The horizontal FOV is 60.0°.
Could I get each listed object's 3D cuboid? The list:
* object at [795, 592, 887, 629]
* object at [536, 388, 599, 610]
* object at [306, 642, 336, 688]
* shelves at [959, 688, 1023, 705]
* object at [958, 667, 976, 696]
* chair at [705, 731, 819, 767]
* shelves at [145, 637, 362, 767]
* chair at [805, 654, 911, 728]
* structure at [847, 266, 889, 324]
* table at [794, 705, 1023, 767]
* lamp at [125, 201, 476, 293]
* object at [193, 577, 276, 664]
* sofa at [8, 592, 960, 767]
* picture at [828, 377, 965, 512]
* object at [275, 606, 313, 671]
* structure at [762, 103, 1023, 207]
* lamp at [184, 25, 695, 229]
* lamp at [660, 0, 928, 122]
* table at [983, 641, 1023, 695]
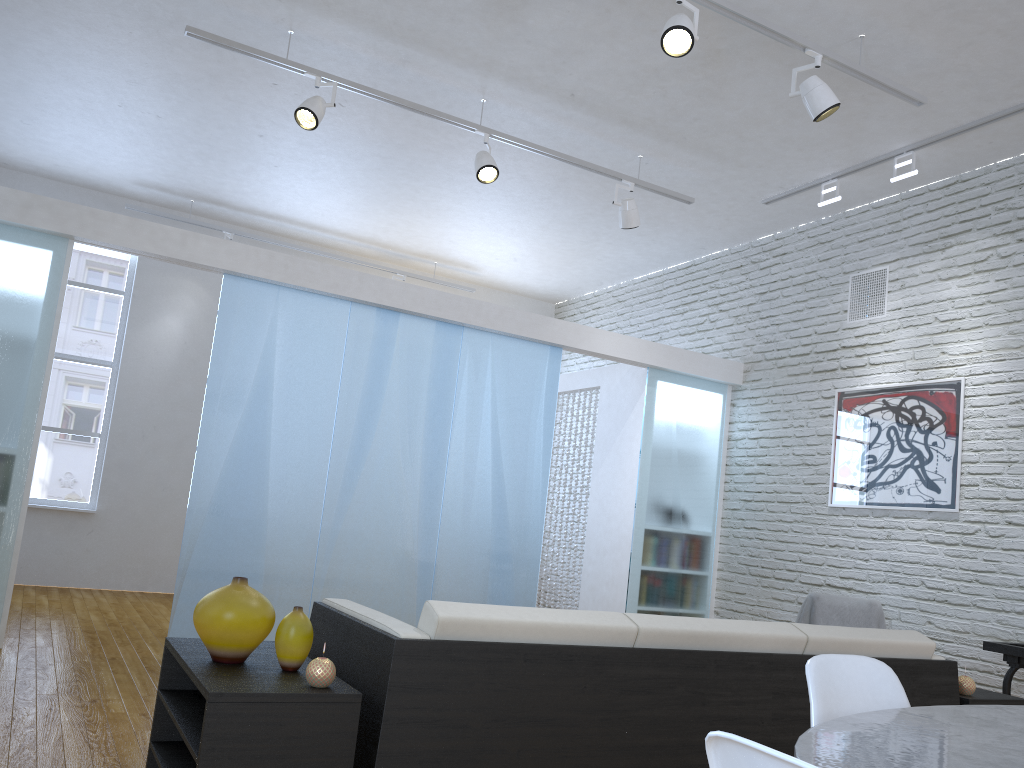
[{"bbox_3d":[1.811,1.506,4.801,0.645,0.684,0.638,5,-8,11],"label":"object"},{"bbox_3d":[0.386,1.048,7.225,0.051,2.007,0.924,10,-8,-27],"label":"object"},{"bbox_3d":[-0.454,0.669,2.117,0.071,0.103,0.071,6,-8,0],"label":"object"},{"bbox_3d":[1.562,1.389,3.485,0.350,0.449,0.731,10,-9,-27],"label":"shelves"},{"bbox_3d":[1.649,1.076,3.225,0.071,0.103,0.071,6,-8,0],"label":"object"},{"bbox_3d":[0.414,0.556,0.914,0.420,0.350,0.406,10,-9,-25],"label":"chair"},{"bbox_3d":[-0.700,0.951,2.293,0.350,0.449,0.731,10,-9,-27],"label":"shelves"},{"bbox_3d":[0.742,0.696,1.572,0.406,0.350,0.420,11,-9,-28],"label":"chair"},{"bbox_3d":[2.305,-0.572,5.740,0.010,0.333,0.308,10,-9,-27],"label":"structure"},{"bbox_3d":[1.204,0.922,1.322,1.914,0.620,1.072,11,-10,-28],"label":"table"},{"bbox_3d":[-1.739,-1.087,7.797,3.126,0.484,0.198,11,-9,-29],"label":"lamp"},{"bbox_3d":[-0.725,0.614,2.315,0.207,0.214,0.208,4,-8,14],"label":"object"},{"bbox_3d":[0.111,1.129,3.512,5.349,0.676,9.743,11,-10,-27],"label":"sofa"},{"bbox_3d":[2.309,0.377,5.385,0.010,0.766,0.922,10,-9,-27],"label":"picture"},{"bbox_3d":[-0.561,0.655,2.281,0.095,0.160,0.096,4,-8,14],"label":"object"},{"bbox_3d":[2.624,-1.325,4.274,0.053,0.182,3.913,10,-10,-27],"label":"structure"},{"bbox_3d":[-0.209,-1.367,4.956,3.125,0.484,0.205,11,-9,-30],"label":"lamp"},{"bbox_3d":[0.563,-1.520,3.452,3.125,0.484,0.223,11,-9,-27],"label":"lamp"},{"bbox_3d":[2.548,1.526,4.059,0.441,0.575,0.564,10,-9,-27],"label":"table"}]
